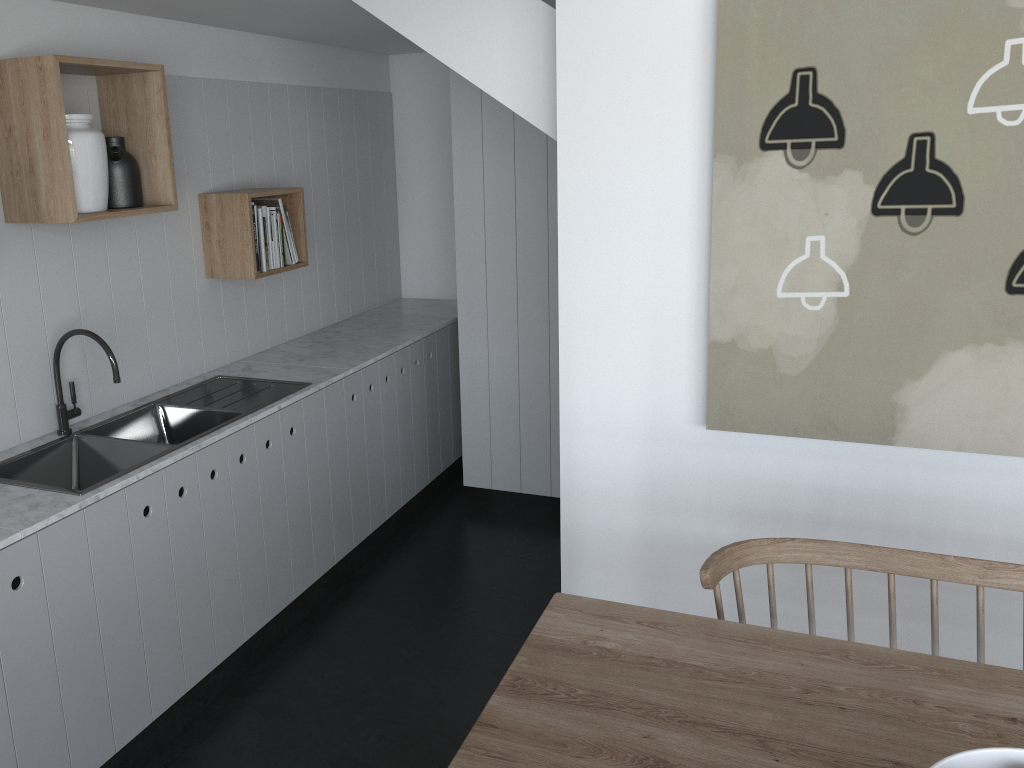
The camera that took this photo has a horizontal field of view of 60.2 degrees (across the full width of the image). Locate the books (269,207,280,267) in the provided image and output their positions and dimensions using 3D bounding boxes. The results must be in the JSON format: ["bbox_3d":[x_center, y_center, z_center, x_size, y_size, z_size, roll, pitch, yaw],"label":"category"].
[{"bbox_3d":[-1.052,-0.620,3.736,0.145,0.251,0.011,4,14,22],"label":"books"}]

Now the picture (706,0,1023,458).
[{"bbox_3d":[1.183,-0.415,2.254,1.326,1.205,0.059,4,14,22],"label":"picture"}]

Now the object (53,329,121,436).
[{"bbox_3d":[-1.373,-0.002,2.884,0.296,0.370,0.089,4,14,22],"label":"object"}]

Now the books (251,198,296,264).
[{"bbox_3d":[-1.029,-0.655,3.797,0.160,0.287,0.096,4,14,21],"label":"books"}]

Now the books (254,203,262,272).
[{"bbox_3d":[-1.136,-0.603,3.637,0.232,0.277,0.010,4,14,22],"label":"books"}]

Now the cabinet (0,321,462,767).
[{"bbox_3d":[-1.144,0.696,2.451,0.010,0.738,6.068,3,16,20],"label":"cabinet"}]

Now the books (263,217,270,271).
[{"bbox_3d":[-1.081,-0.582,3.666,0.156,0.217,0.018,4,14,22],"label":"books"}]

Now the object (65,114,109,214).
[{"bbox_3d":[-1.395,-0.692,2.786,0.227,0.298,0.232,-3,14,-5],"label":"object"}]

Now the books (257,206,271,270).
[{"bbox_3d":[-1.086,-0.609,3.686,0.164,0.261,0.025,4,14,22],"label":"books"}]

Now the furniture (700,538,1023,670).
[{"bbox_3d":[1.006,0.816,1.535,1.390,0.801,0.539,4,15,22],"label":"furniture"}]

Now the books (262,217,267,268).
[{"bbox_3d":[-1.093,-0.596,3.650,0.166,0.254,0.014,4,14,22],"label":"books"}]

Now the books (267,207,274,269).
[{"bbox_3d":[-1.078,-0.611,3.704,0.166,0.254,0.014,4,14,22],"label":"books"}]

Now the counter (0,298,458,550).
[{"bbox_3d":[-1.422,0.303,2.476,0.591,0.020,6.072,3,16,19],"label":"counter"}]

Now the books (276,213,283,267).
[{"bbox_3d":[-1.041,-0.608,3.746,0.146,0.226,0.011,4,14,22],"label":"books"}]

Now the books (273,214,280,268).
[{"bbox_3d":[-1.051,-0.603,3.727,0.146,0.224,0.011,4,14,22],"label":"books"}]

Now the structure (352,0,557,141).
[{"bbox_3d":[1.157,-0.351,3.073,3.683,2.601,1.045,4,14,22],"label":"structure"}]

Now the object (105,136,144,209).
[{"bbox_3d":[-1.333,-0.715,2.987,0.156,0.233,0.158,3,14,19],"label":"object"}]

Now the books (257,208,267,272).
[{"bbox_3d":[-1.089,-0.592,3.634,0.166,0.254,0.014,4,14,22],"label":"books"}]

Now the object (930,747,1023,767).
[{"bbox_3d":[0.594,0.559,0.933,0.320,0.162,0.313,3,16,18],"label":"object"}]

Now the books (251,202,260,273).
[{"bbox_3d":[-1.130,-0.597,3.604,0.210,0.282,0.021,4,14,22],"label":"books"}]

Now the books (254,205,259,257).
[{"bbox_3d":[-1.133,-0.600,3.624,0.224,0.279,0.013,4,14,22],"label":"books"}]

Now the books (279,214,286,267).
[{"bbox_3d":[-1.034,-0.610,3.756,0.146,0.221,0.014,4,14,22],"label":"books"}]

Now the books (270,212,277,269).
[{"bbox_3d":[-1.062,-0.604,3.717,0.153,0.232,0.015,4,14,22],"label":"books"}]

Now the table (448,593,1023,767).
[{"bbox_3d":[0.904,0.979,1.070,2.086,0.741,0.927,4,15,22],"label":"table"}]

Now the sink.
[{"bbox_3d":[-1.186,0.212,3.031,0.462,0.164,1.166,4,16,20],"label":"sink"}]

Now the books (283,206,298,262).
[{"bbox_3d":[-1.013,-0.646,3.816,0.145,0.245,0.075,4,14,22],"label":"books"}]

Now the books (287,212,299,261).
[{"bbox_3d":[-1.012,-0.640,3.833,0.146,0.219,0.068,4,14,22],"label":"books"}]

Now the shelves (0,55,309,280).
[{"bbox_3d":[-1.600,-0.453,2.265,0.306,0.788,3.546,3,16,20],"label":"shelves"}]

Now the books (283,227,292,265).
[{"bbox_3d":[-1.031,-0.618,3.799,0.146,0.219,0.069,4,14,22],"label":"books"}]
